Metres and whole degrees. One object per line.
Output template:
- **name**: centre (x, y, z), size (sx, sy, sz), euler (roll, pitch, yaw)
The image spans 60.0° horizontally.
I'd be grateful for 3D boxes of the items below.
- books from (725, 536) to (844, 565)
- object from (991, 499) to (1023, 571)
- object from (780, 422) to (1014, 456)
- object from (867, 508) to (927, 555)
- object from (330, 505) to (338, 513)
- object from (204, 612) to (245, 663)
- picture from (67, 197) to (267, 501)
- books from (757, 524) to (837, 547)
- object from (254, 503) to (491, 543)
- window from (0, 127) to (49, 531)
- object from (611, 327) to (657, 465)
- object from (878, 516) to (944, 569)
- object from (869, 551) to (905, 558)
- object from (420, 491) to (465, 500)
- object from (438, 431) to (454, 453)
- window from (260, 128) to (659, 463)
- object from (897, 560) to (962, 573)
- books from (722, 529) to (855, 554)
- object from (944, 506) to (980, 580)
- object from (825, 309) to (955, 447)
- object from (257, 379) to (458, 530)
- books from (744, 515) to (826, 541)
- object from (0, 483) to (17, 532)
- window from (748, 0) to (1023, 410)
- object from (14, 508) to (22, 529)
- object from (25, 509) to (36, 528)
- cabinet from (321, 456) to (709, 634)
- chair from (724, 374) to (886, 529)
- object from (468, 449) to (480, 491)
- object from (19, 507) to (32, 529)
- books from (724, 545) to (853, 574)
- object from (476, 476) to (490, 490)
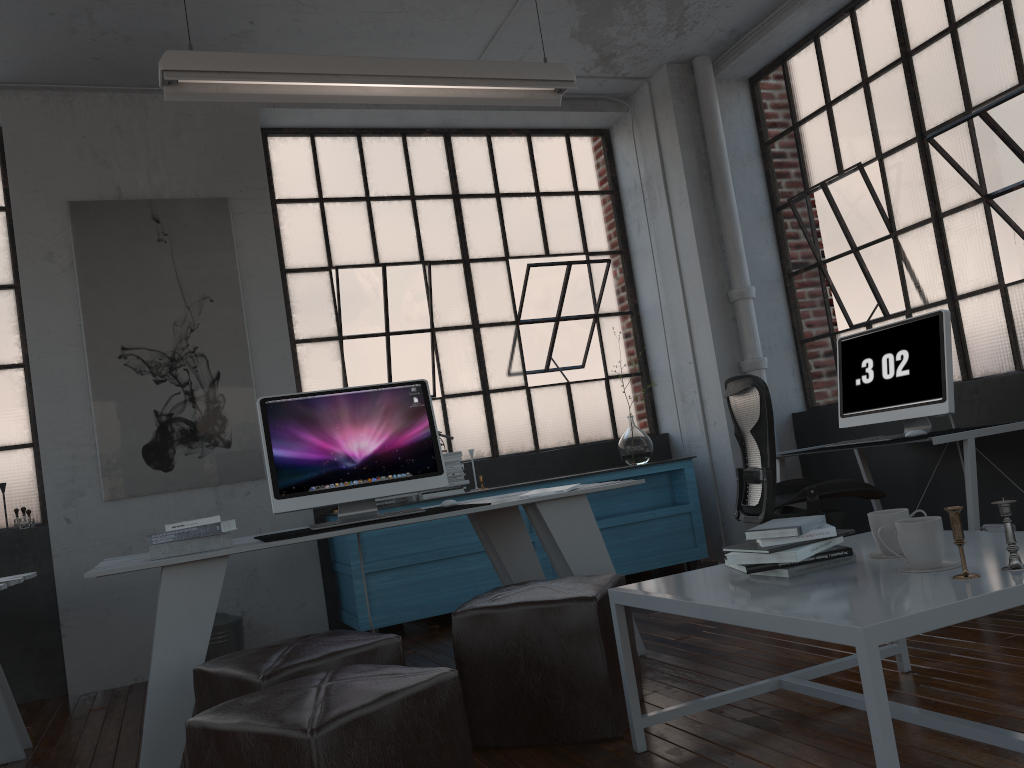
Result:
- **books**: centre (0.713, 0.429, 2.316), size (0.201, 0.031, 0.271), euler (-14, -7, 42)
- **object**: centre (1.058, 0.317, 1.884), size (0.055, 0.153, 0.055), euler (-13, -6, 44)
- **object**: centre (1.817, 0.271, 4.261), size (0.686, 0.008, 0.851), euler (-7, -6, -21)
- **object**: centre (1.005, 0.385, 2.318), size (0.129, 0.109, 0.101), euler (-8, -5, -14)
- **object**: centre (-1.025, 0.640, 5.247), size (0.132, 0.236, 0.132), euler (-12, -5, 34)
- **object**: centre (-1.571, 1.362, 4.720), size (0.293, 0.307, 0.293), euler (-9, -5, 6)
- **picture**: centre (-1.912, -0.231, 4.941), size (0.852, 1.647, 0.026), euler (-7, -4, -22)
- **books**: centre (0.730, 0.390, 2.291), size (0.185, 0.026, 0.125), euler (-9, -5, 8)
- **object**: centre (-0.576, 0.551, 3.549), size (0.847, 0.008, 0.689), euler (-7, -6, -21)
- **window**: centre (-3.870, -0.200, 4.519), size (2.587, 2.386, 0.672), euler (-7, -4, -22)
- **object**: centre (0.824, 0.053, 5.785), size (0.231, 0.938, 0.435), euler (-5, -5, -41)
- **object**: centre (0.934, 0.370, 2.045), size (0.129, 0.109, 0.101), euler (-8, -5, -14)
- **object**: centre (1.002, 0.440, 2.310), size (0.137, 0.003, 0.138), euler (-9, -5, -1)
- **object**: centre (-0.423, 0.651, 5.172), size (0.252, 0.014, 0.188), euler (-7, -6, -22)
- **object**: centre (-0.445, 0.340, 5.414), size (0.178, 0.161, 0.092), euler (-12, -5, 36)
- **window**: centre (-0.278, -0.611, 5.989), size (2.587, 2.386, 0.672), euler (-7, -4, -22)
- **object**: centre (0.963, 0.421, 2.047), size (0.137, 0.003, 0.138), euler (-9, -5, -1)
- **books**: centre (0.720, 0.410, 2.318), size (0.275, 0.014, 0.200), euler (-7, -6, -22)
- **object**: centre (0.946, 0.334, 1.872), size (0.053, 0.148, 0.052), euler (-10, -4, 18)
- **object**: centre (1.778, -0.009, 4.279), size (0.376, 0.551, 0.716), euler (-7, -5, -21)
- **object**: centre (-0.619, 0.273, 3.571), size (0.713, 0.552, 0.378), euler (-7, -5, -21)
- **books**: centre (0.706, 0.370, 2.286), size (0.141, 0.026, 0.202), euler (-13, -7, 38)
- **object**: centre (-2.719, 0.660, 4.754), size (0.085, 0.259, 0.085), euler (-11, -5, 31)
- **window**: centre (2.250, -1.117, 4.777), size (0.669, 2.386, 2.599), euler (-7, -5, -22)
- **object**: centre (-2.673, 0.729, 4.791), size (0.058, 0.117, 0.032), euler (-11, -5, 29)
- **object**: centre (-2.628, 0.733, 4.827), size (0.058, 0.101, 0.032), euler (-10, -4, 13)
- **cabinet**: centre (0.065, 0.978, 5.423), size (2.260, 0.731, 0.628), euler (-7, -5, -22)
- **chair**: centre (1.345, 0.467, 4.110), size (0.791, 1.083, 0.773), euler (-7, -5, -18)
- **object**: centre (-0.240, 0.539, 5.569), size (0.084, 0.256, 0.084), euler (-5, -6, -45)
- **object**: centre (-2.615, 0.717, 4.754), size (0.058, 0.116, 0.032), euler (-8, -4, -8)
- **books**: centre (0.715, 0.452, 2.315), size (0.274, 0.025, 0.210), euler (-9, -5, -2)
- **object**: centre (-0.184, 0.601, 5.403), size (0.088, 0.084, 0.088), euler (-7, -5, -18)
